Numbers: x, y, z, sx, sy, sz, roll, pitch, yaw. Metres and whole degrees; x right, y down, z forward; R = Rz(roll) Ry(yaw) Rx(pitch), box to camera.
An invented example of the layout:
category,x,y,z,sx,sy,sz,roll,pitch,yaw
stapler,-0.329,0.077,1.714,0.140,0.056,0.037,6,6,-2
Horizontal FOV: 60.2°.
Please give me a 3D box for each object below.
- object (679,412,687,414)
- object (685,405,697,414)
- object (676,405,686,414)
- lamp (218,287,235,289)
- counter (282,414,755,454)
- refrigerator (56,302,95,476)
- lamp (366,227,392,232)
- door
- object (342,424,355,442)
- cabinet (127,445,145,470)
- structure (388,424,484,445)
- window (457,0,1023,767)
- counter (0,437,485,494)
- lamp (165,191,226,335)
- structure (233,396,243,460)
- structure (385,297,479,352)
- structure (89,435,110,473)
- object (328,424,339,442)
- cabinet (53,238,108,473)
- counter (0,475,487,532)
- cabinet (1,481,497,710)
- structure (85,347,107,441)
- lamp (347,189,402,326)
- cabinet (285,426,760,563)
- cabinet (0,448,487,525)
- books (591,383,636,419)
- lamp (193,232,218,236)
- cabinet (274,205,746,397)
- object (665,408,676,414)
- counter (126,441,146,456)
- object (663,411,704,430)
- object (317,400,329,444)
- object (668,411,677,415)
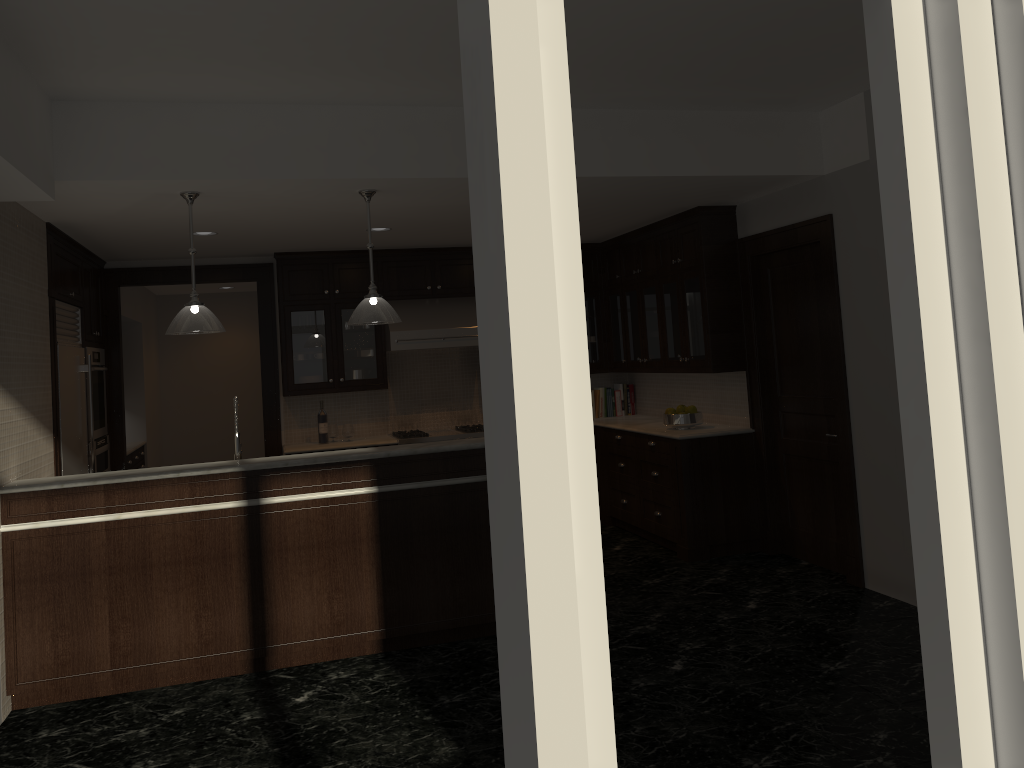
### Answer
category,x,y,z,sx,sy,sz,roll,pitch,yaw
object,1.329,0.265,6.846,0.091,0.098,0.092,-4,-1,14
object,1.391,0.213,6.853,0.092,0.099,0.091,-5,-1,45
object,1.333,0.211,6.921,0.091,0.100,0.095,-3,-1,-39
lamp,-3.434,-1.219,10.611,0.198,0.137,0.197,-4,0,-41
counter,-0.114,0.450,7.225,3.372,0.032,2.307,-4,2,-16
refrigerator,-3.278,0.531,5.989,0.688,2.133,0.885,-3,-3,-16
lamp,-1.020,-1.243,6.741,0.197,0.137,0.198,-4,0,39
door,2.022,0.150,6.091,0.109,2.197,0.859,-3,-3,-16
object,-1.432,0.427,7.729,0.112,0.152,0.112,-3,-2,-24
cabinet,-3.636,1.029,8.472,0.057,0.749,1.785,-3,1,-16
structure,-0.591,0.830,7.900,0.907,0.842,0.716,-4,-1,-16
window,-0.368,-0.117,1.052,2.314,2.214,0.151,-4,-3,-17
counter,-1.172,0.416,4.845,2.858,0.032,0.327,-4,2,-16
lamp,-1.771,-0.673,4.899,0.317,0.787,0.316,-4,-3,-2
structure,-1.599,0.337,5.145,0.051,0.533,0.242,-3,-3,-16
structure,-0.687,-0.561,8.008,0.932,0.480,0.637,-4,0,-16
structure,-3.514,0.646,6.826,0.666,0.390,0.760,-4,1,-16
object,-1.578,0.435,7.777,0.112,0.152,0.112,-3,-2,-24
cabinet,-3.402,0.277,6.401,0.757,2.434,1.834,-3,-2,-16
counter,-1.266,0.595,5.180,2.872,0.032,1.050,-4,2,-16
cabinet,-1.235,1.037,5.159,2.851,0.918,1.022,-4,0,-16
structure,-3.506,0.086,6.872,0.614,0.705,0.754,-3,-1,-16
lamp,-0.826,-0.744,5.172,0.317,0.787,0.316,-4,-3,-2
cabinet,-0.085,0.908,7.197,3.372,0.885,2.307,-4,1,-16
cabinet,-1.176,0.509,4.837,2.840,0.153,0.291,-4,1,-16
books,0.885,0.166,8.618,0.604,0.313,0.193,-4,-2,-17
lamp,-2.233,-1.152,6.391,0.198,0.137,0.197,-4,0,-11
cabinet,-0.183,-0.626,7.294,3.371,1.261,2.299,-4,1,-16
object,1.260,0.236,6.995,0.090,0.099,0.093,-5,-1,41
counter,-3.976,0.661,8.405,0.710,0.032,1.849,-4,2,-16
object,1.344,0.287,6.934,0.319,0.123,0.317,-4,1,-22
object,-1.643,0.329,7.661,0.094,0.380,0.094,-4,-3,-1
object,1.257,0.258,6.919,0.100,0.097,0.091,-4,-1,2
